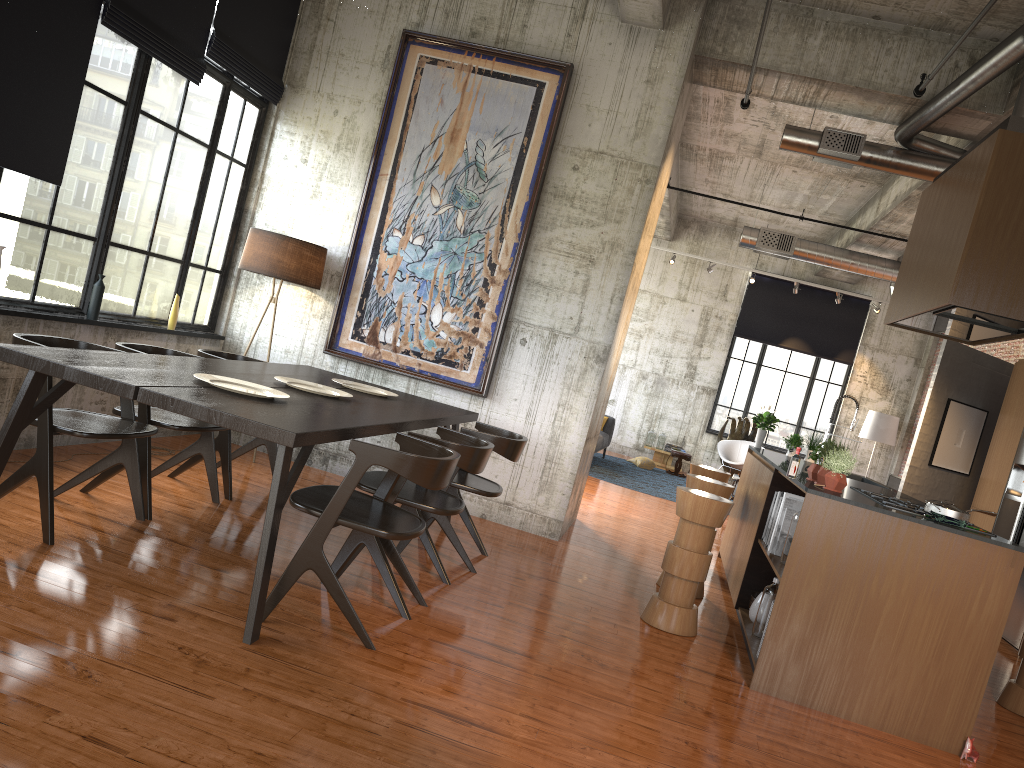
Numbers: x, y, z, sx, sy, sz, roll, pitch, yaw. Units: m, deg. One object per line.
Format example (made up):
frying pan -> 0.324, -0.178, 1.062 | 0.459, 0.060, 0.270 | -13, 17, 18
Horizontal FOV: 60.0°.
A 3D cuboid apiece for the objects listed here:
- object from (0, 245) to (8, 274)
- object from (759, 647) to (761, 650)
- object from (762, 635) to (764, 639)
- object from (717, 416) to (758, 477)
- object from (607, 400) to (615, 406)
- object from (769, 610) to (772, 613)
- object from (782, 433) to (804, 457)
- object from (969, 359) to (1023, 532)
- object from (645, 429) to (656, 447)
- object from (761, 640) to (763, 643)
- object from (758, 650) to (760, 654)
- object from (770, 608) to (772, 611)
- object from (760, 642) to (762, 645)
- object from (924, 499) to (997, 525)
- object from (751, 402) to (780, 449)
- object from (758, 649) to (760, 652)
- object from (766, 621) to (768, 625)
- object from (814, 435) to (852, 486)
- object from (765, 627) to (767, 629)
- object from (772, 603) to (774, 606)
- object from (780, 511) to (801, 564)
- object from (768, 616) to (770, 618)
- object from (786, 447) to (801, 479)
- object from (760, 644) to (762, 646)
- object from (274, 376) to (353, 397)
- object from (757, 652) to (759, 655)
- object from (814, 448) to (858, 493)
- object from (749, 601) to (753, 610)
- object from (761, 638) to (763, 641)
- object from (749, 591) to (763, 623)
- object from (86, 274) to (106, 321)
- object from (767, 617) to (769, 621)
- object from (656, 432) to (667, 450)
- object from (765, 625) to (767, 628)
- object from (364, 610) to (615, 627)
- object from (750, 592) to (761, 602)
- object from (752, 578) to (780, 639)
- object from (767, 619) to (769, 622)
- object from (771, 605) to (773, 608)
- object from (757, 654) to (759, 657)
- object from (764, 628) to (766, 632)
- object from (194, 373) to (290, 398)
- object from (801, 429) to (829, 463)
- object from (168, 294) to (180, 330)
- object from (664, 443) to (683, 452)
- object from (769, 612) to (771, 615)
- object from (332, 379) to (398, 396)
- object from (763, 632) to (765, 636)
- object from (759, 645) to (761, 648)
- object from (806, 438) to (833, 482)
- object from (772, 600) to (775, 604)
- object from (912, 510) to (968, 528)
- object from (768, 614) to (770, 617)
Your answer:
object -> -3.347, -0.699, 5.730 | 0.082, 0.411, 0.082 | 13, 5, -29
object -> 1.718, 1.737, 5.618 | 0.315, 0.029, 0.313 | 14, 3, -26
object -> 1.738, 1.660, 5.612 | 0.315, 0.032, 0.313 | 14, 3, -27
object -> 4.581, 1.270, 18.280 | 0.725, 1.299, 0.456 | 16, 4, 22
object -> 0.395, 0.290, 10.482 | 1.880, 2.067, 1.516 | 17, 4, 33
object -> 1.781, 1.498, 5.601 | 0.315, 0.029, 0.313 | 14, 3, -26
object -> 2.969, 0.642, 9.343 | 0.232, 0.258, 0.235 | 12, 4, -42
object -> 5.980, 1.275, 10.210 | 0.858, 3.051, 0.910 | 16, 4, 10
object -> 2.906, 1.136, 18.575 | 0.163, 0.362, 0.163 | 15, 4, 8
object -> 1.731, 1.688, 5.614 | 0.315, 0.033, 0.313 | 14, 3, -27
object -> 1.712, 1.759, 5.619 | 0.315, 0.033, 0.312 | 13, 3, -44
object -> 1.784, 1.486, 5.600 | 0.315, 0.034, 0.313 | 14, 3, -26
object -> 1.727, 1.702, 5.615 | 0.315, 0.030, 0.313 | 14, 3, -27
object -> 2.914, 0.834, 5.755 | 0.731, 0.121, 0.329 | 13, 3, -45
object -> 2.661, 0.436, 9.344 | 0.305, 0.503, 0.267 | 12, 5, -37
object -> 1.715, 1.748, 5.619 | 0.315, 0.032, 0.312 | 13, 3, -43
object -> 1.763, 1.567, 5.606 | 0.315, 0.033, 0.313 | 14, 3, -27
object -> 2.105, 0.495, 5.871 | 0.187, 0.368, 0.195 | 12, 5, -40
object -> 1.753, 1.604, 5.608 | 0.315, 0.034, 0.313 | 14, 3, -26
object -> 1.794, 1.450, 5.597 | 0.315, 0.033, 0.313 | 14, 3, -27
object -> 1.958, 1.033, 6.067 | 0.137, 0.433, 0.137 | 16, 4, 21
object -> 1.773, 1.531, 5.603 | 0.315, 0.034, 0.313 | 14, 3, -25
object -> 1.843, 0.512, 5.774 | 0.056, 0.209, 0.056 | 16, 4, 10
object -> 1.724, 1.714, 5.616 | 0.314, 0.031, 0.314 | 15, 2, 2
object -> -1.322, 0.029, 5.907 | 0.525, 0.025, 0.527 | 16, 2, 20
object -> 1.709, 1.770, 5.621 | 0.315, 0.034, 0.313 | 14, 3, -25
object -> 2.071, 0.539, 5.635 | 0.220, 0.284, 0.211 | 16, 4, 18
object -> 1.930, 1.751, 6.847 | 0.215, 0.105, 0.216 | 16, 3, 20
object -> 1.734, 1.676, 5.613 | 0.315, 0.032, 0.313 | 14, 2, -21
object -> 1.866, 1.672, 6.588 | 0.181, 0.244, 0.180 | 13, 4, -32
object -> -3.161, -0.659, 6.751 | 0.080, 0.353, 0.080 | 18, 5, 41
object -> 1.769, 1.543, 5.604 | 0.315, 0.032, 0.313 | 14, 3, -27
object -> 3.126, 1.196, 18.536 | 0.162, 0.362, 0.163 | 16, 4, 13
object -> 1.756, 1.593, 5.608 | 0.314, 0.031, 0.314 | 15, 2, 2
object -> 1.592, 1.416, 8.728 | 8.755, 0.658, 20.825 | 15, 2, 10
object -> 1.944, 1.699, 6.842 | 0.216, 0.128, 0.217 | 15, 3, 5
object -> 1.809, 1.573, 6.235 | 0.137, 0.433, 0.137 | 16, 4, 21
object -> 1.766, 1.555, 5.605 | 0.315, 0.032, 0.313 | 14, 2, -21
object -> 1.790, 1.463, 5.598 | 0.315, 0.030, 0.313 | 14, 3, -27
object -> 1.706, 1.781, 5.621 | 0.315, 0.032, 0.313 | 14, 3, -27
object -> 1.750, 1.616, 5.609 | 0.315, 0.029, 0.313 | 14, 3, -26
object -> -1.503, 0.021, 4.935 | 0.525, 0.025, 0.527 | 16, 2, 20
object -> 3.172, 0.634, 9.282 | 0.363, 0.382, 0.304 | 12, 5, -46
object -> -2.967, -0.635, 7.802 | 0.074, 0.319, 0.074 | 13, 4, -28
object -> 3.383, 1.367, 18.577 | 0.423, 0.153, 0.382 | 15, 3, 10
object -> 1.778, 1.509, 5.602 | 0.315, 0.032, 0.312 | 13, 3, -43
object -> -1.140, 0.038, 6.879 | 0.525, 0.025, 0.527 | 16, 2, 20
object -> 1.744, 1.638, 5.611 | 0.315, 0.033, 0.312 | 13, 3, -44
object -> 1.721, 1.725, 5.617 | 0.315, 0.034, 0.313 | 14, 3, -26
object -> 2.136, 0.522, 6.113 | 0.178, 0.312, 0.172 | 16, 4, 16
object -> 1.797, 1.437, 5.596 | 0.315, 0.032, 0.313 | 14, 2, -21
object -> 2.564, 0.795, 5.312 | 0.393, 0.068, 0.184 | 13, 3, -34
object -> 1.775, 1.520, 5.602 | 0.315, 0.033, 0.312 | 13, 3, -44
